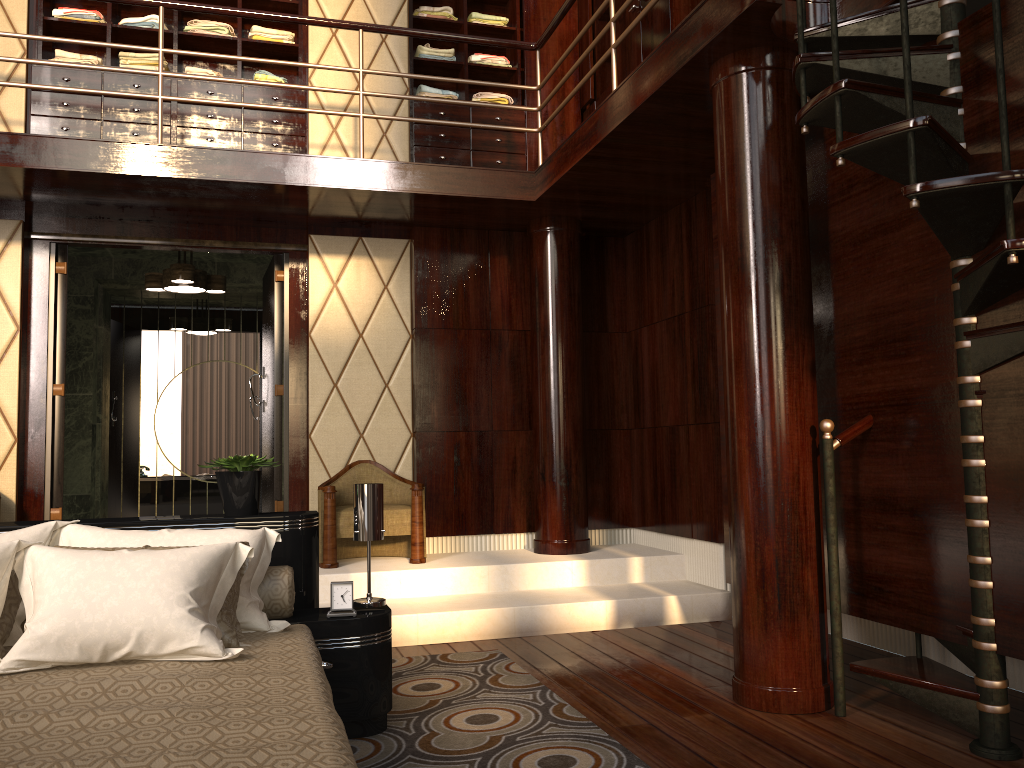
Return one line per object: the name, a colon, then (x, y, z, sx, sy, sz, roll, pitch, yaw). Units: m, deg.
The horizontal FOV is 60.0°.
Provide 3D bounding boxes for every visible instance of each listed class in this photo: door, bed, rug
door: (-2.102, 0.140, 5.388, 1.435, 1.820, 0.828, 0, -5, -18)
bed: (-1.100, 0.675, 1.732, 1.985, 0.660, 2.381, 0, -5, -16)
rug: (-0.931, 0.994, 1.632, 2.910, 0.006, 3.735, 0, -5, -16)

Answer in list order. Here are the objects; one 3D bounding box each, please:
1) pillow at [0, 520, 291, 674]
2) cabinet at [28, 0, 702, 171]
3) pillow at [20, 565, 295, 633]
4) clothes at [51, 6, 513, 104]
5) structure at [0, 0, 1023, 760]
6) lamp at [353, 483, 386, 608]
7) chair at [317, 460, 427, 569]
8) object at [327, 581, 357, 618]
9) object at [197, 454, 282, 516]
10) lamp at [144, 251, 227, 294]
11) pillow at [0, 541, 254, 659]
pillow: (-1.239, 0.527, 2.236, 1.322, 0.320, 0.685, 0, -5, -15)
cabinet: (-1.794, -2.281, 4.605, 6.767, 2.432, 2.576, 0, -5, -16)
pillow: (-1.335, 0.632, 2.527, 1.396, 0.167, 0.173, 0, -5, -16)
clothes: (-2.414, -2.260, 5.176, 4.996, 0.954, 0.818, 1, -5, -24)
structure: (-1.401, -0.470, 3.246, 6.107, 3.189, 3.750, 0, -5, -16)
lamp: (-0.460, 0.514, 2.849, 0.106, 0.385, 0.109, 0, -5, -9)
chair: (-0.778, 0.692, 4.849, 0.571, 0.550, 0.462, 0, -5, -16)
object: (-0.517, 0.654, 2.692, 0.088, 0.103, 0.034, 0, -5, -8)
object: (-0.902, 0.334, 2.955, 0.256, 0.205, 0.241, 2, -5, -35)
lamp: (-2.188, -0.785, 5.809, 0.467, 0.347, 0.515, -2, -5, 14)
pillow: (-1.207, 0.551, 2.217, 1.123, 0.271, 0.293, 0, -5, -16)
